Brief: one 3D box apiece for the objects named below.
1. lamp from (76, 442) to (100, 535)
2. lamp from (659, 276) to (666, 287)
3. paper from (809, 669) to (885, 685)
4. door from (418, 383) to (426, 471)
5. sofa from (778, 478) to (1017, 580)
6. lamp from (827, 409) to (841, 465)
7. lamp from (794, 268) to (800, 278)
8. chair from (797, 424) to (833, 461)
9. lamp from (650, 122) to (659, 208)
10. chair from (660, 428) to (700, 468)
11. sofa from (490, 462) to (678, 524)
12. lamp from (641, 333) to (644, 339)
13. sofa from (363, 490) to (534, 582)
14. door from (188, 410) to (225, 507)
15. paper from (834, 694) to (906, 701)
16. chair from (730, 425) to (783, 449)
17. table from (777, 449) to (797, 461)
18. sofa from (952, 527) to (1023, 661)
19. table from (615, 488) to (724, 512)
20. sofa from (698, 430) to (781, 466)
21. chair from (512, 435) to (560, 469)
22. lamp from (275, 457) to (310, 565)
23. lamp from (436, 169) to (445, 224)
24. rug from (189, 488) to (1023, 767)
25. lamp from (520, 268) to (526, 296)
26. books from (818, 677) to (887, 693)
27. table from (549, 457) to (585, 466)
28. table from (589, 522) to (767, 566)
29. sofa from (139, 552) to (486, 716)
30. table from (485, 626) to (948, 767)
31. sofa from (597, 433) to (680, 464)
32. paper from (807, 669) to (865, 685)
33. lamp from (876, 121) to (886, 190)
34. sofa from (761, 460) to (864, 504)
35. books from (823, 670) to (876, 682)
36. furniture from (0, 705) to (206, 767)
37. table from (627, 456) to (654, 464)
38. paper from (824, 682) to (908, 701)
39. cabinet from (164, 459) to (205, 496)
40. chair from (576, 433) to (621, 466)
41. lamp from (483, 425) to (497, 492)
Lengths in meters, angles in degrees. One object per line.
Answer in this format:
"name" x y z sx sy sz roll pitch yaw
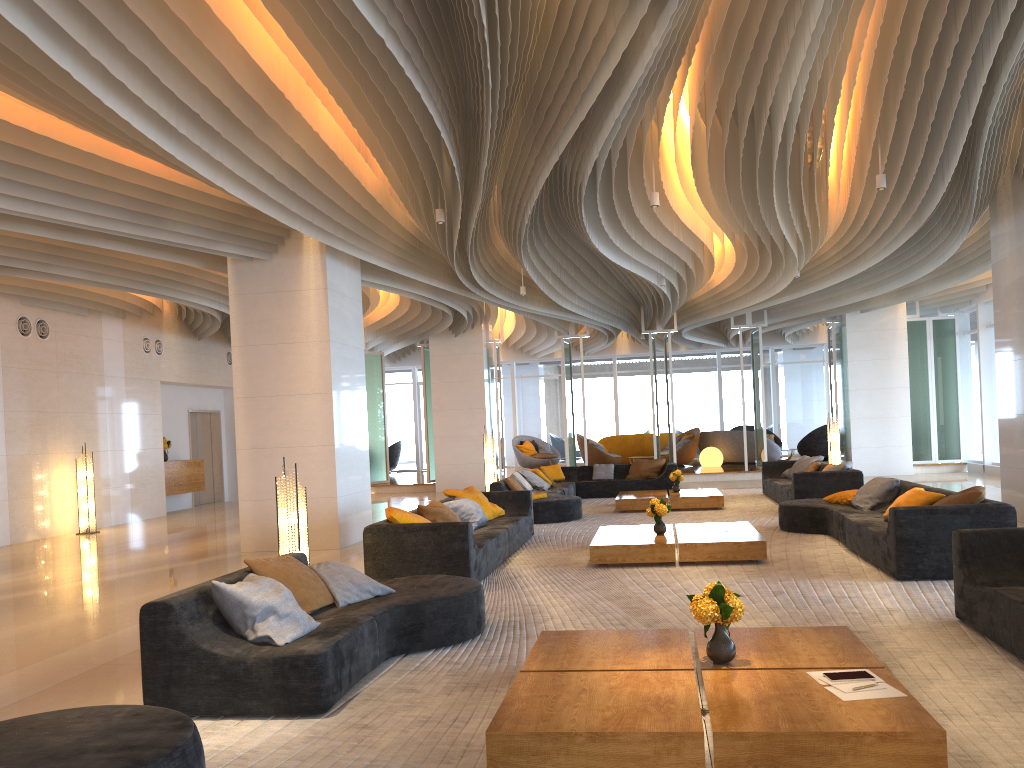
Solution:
"lamp" -6.782 1.657 14.111 0.249 1.450 0.251 -3 0 8
"lamp" 2.342 -2.296 13.983 0.090 1.506 0.088 -3 0 -37
"paper" 1.394 1.223 3.704 0.256 0.001 0.186 -3 -3 0
"door" -2.216 1.334 28.118 1.453 2.771 0.060 -3 0 7
"sofa" 3.597 1.328 8.878 1.346 0.582 4.163 -3 -3 8
"lamp" 5.736 1.178 15.777 0.249 1.450 0.251 -3 0 8
"lamp" 4.373 -2.402 13.719 0.090 1.506 0.088 -3 0 -37
"chair" 8.101 1.483 22.959 1.533 1.005 1.125 -2 -2 -19
"lamp" 1.395 -2.527 8.870 0.090 1.506 0.088 -3 0 -19
"chair" 4.330 1.664 23.155 1.139 1.005 1.516 -2 -2 -4
"sofa" 1.376 1.707 14.729 2.812 0.653 5.116 -3 -3 9
"lamp" 3.257 -1.891 22.322 0.088 1.506 0.090 -3 0 17
"sofa" -0.495 1.529 9.162 0.937 0.582 3.797 -3 -3 9
"door" -6.889 1.636 19.715 0.245 2.100 1.412 -3 -1 9
"paper" 1.392 1.213 3.498 0.260 0.001 0.190 -2 -3 -5
"chair" 6.763 1.634 24.654 1.525 1.005 1.131 -2 -2 -9
"table" 7.159 1.905 23.626 1.091 0.318 0.810 -2 -3 -20
"sofa" 2.852 1.073 3.469 1.327 0.582 4.220 -3 -3 16
"table" 2.476 1.837 14.011 1.593 0.220 1.609 -3 -3 8
"sofa" 5.779 1.635 22.850 1.126 0.900 2.527 -2 -3 -32
"chair" 0.685 1.940 25.220 1.542 1.005 1.119 -1 -2 -39
"lamp" -1.740 1.177 7.050 0.249 1.198 0.251 -3 0 8
"lamp" -0.772 -2.414 9.144 0.089 1.506 0.089 -3 0 -1
"rug" 1.699 1.729 9.216 5.487 0.022 16.307 -3 -3 9
"lamp" 0.147 -2.181 14.270 0.090 1.506 0.088 -3 0 -37
"books" 1.381 1.214 3.605 0.182 0.011 0.211 -2 -3 -10
"table" 1.593 2.210 24.603 1.071 0.318 0.825 -3 -3 15
"table" 1.640 1.601 8.895 1.593 0.220 1.609 -3 -3 8
"sofa" -0.949 1.345 5.278 1.348 0.576 2.265 -3 -3 9
"table" 0.827 1.372 3.920 1.593 0.220 1.609 -3 -3 8
"sofa" 3.568 1.831 24.655 2.565 0.901 1.109 -2 -2 -2
"paper" 1.392 1.224 3.709 0.263 0.001 0.197 -3 -3 -1
"lamp" 3.545 -2.639 8.588 0.089 1.506 0.089 -3 0 -1
"sofa" 4.562 1.544 13.736 0.937 0.582 3.797 -3 -3 9
"books" 1.398 1.214 3.684 0.181 0.011 0.112 -3 -3 -2
"furniture" -1.524 1.352 2.892 0.974 0.364 0.993 -3 -3 18
"table" 3.375 2.030 22.743 0.822 0.318 1.075 -2 -3 -10
"paper" 1.392 1.212 3.498 0.257 0.001 0.185 -2 -3 -5
"cabinet" -6.840 1.880 17.864 0.557 0.661 1.518 -3 -3 9
"chair" 2.241 1.742 22.837 1.126 1.005 1.532 -3 -2 16
"lamp" -0.380 1.446 15.597 0.249 1.450 0.251 -3 0 8
